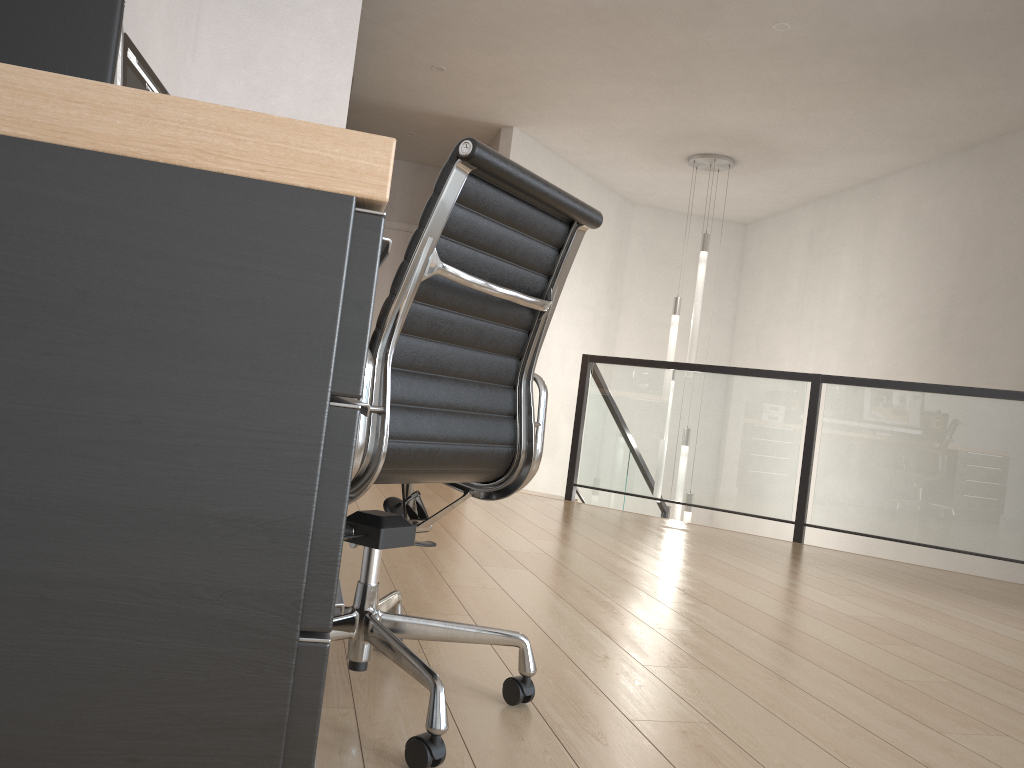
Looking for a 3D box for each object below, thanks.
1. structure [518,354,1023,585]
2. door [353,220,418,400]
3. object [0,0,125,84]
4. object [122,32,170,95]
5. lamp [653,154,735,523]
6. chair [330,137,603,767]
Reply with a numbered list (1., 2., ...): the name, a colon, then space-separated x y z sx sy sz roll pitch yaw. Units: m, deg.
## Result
1. structure: 1.904 2.171 6.534 4.190 4.339 2.823 6 -2 32
2. door: -1.172 -0.425 8.112 0.974 2.136 0.085 7 -1 -13
3. object: -0.610 -0.391 1.061 0.249 0.354 0.198 8 -2 -28
4. object: -0.930 -0.493 2.241 0.190 0.535 0.716 7 -1 -8
5. lamp: 1.464 -0.904 6.966 0.359 6.725 0.359 7 -2 23
6. chair: -0.268 0.100 1.683 0.699 0.991 0.664 6 -2 37
